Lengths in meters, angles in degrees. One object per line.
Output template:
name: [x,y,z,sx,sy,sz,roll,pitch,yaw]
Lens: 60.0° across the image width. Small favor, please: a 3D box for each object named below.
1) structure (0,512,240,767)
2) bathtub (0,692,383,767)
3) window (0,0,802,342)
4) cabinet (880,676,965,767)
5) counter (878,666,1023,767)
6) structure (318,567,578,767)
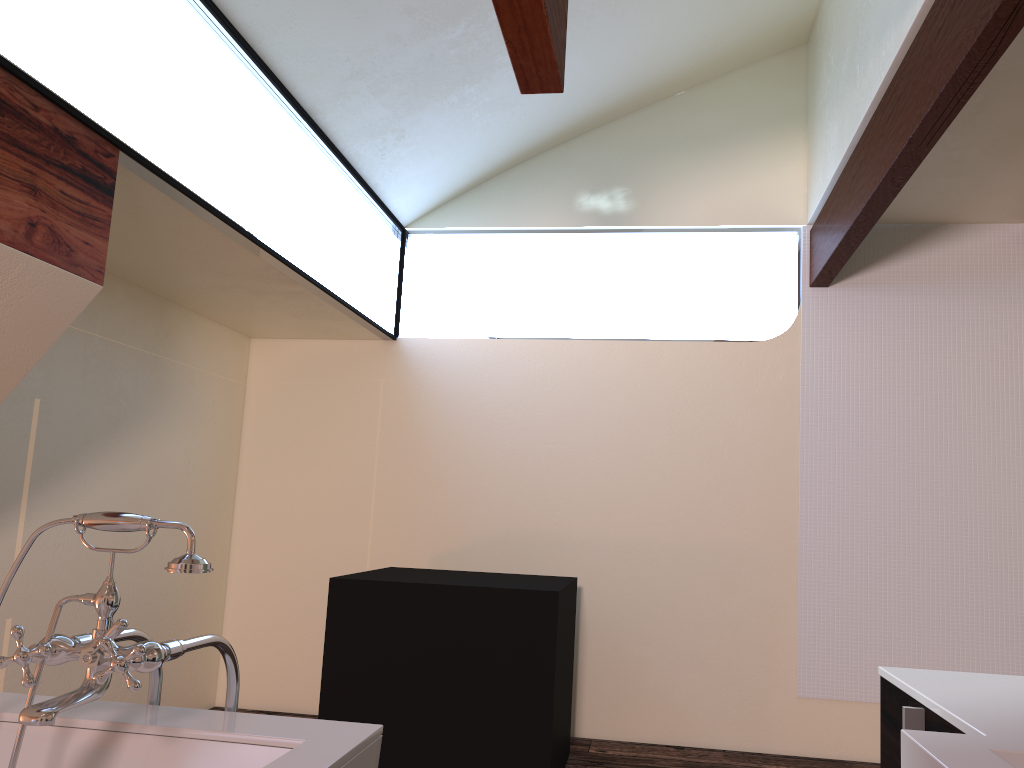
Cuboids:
structure: [-0.630,0.801,1.475,0.384,1.114,0.556,0,-8,24]
bathtub: [-0.813,0.824,0.522,0.798,0.690,2.228,2,-9,9]
window: [0.125,-0.843,2.839,2.107,0.673,3.538,1,-9,9]
cabinet: [0.520,0.760,0.259,0.386,0.918,1.866,2,-9,9]
counter: [0.508,0.437,0.303,0.442,0.294,1.866,1,-9,9]
structure: [-0.218,1.313,3.607,0.869,0.856,0.805,2,-8,9]
